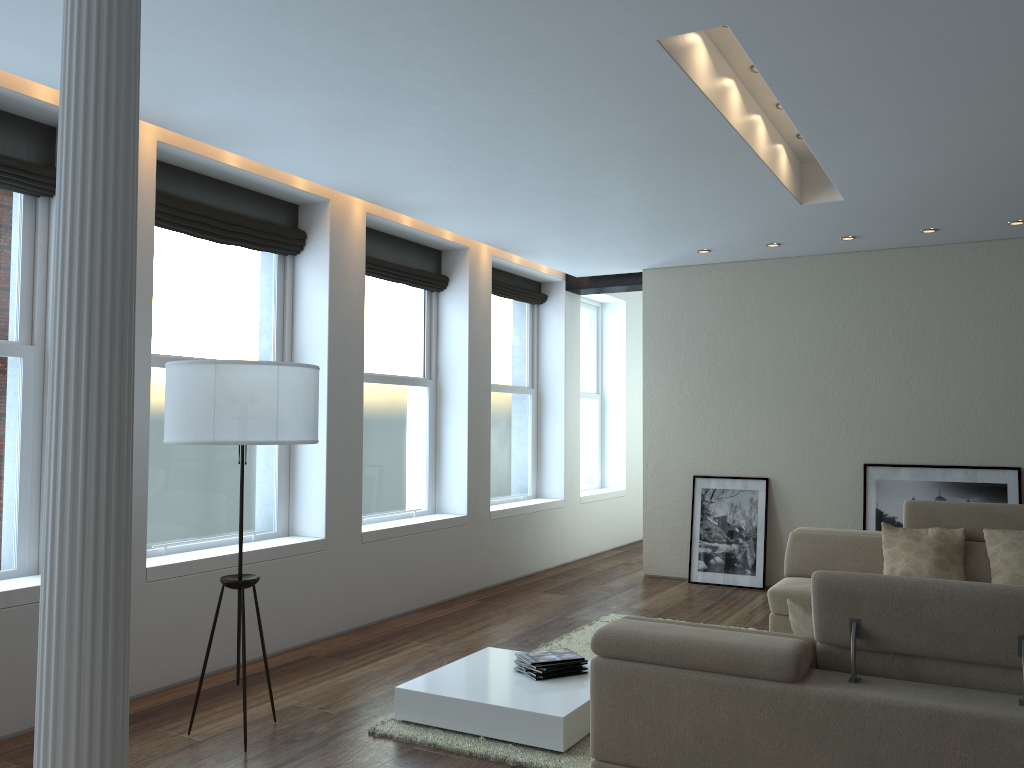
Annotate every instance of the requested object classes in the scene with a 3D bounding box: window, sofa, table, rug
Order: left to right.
[{"bbox_3d":[-2.790,-0.177,3.998,0.123,2.400,1.432,-1,-3,29],"label":"window"},{"bbox_3d":[-1.910,-0.096,5.607,0.123,2.400,1.442,-1,-3,29],"label":"window"},{"bbox_3d":[-1.027,-0.015,7.222,0.123,2.400,1.443,-1,-3,29],"label":"window"},{"bbox_3d":[-0.115,0.069,8.890,0.123,2.400,1.563,-1,-3,29],"label":"window"},{"bbox_3d":[0.045,1.558,4.451,0.900,0.170,0.900,-1,-3,29],"label":"table"},{"bbox_3d":[0.781,0.151,10.527,0.123,2.400,1.373,-1,-3,29],"label":"window"},{"bbox_3d":[1.896,1.663,4.463,4.231,0.020,2.972,-1,-3,29],"label":"rug"},{"bbox_3d":[1.646,1.133,3.127,2.581,0.950,1.021,-1,-3,29],"label":"sofa"},{"bbox_3d":[3.058,1.263,5.710,2.581,0.950,1.021,-1,-3,29],"label":"sofa"}]

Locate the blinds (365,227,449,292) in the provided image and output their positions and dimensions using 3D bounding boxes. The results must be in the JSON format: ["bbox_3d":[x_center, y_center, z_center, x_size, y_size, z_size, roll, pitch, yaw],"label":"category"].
[{"bbox_3d":[-0.966,-1.030,7.241,0.156,0.393,1.442,-1,-3,29],"label":"blinds"}]

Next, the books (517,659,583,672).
[{"bbox_3d":[0.193,1.446,4.579,0.300,0.010,0.220,1,-3,-11],"label":"books"}]

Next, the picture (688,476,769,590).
[{"bbox_3d":[1.982,1.350,8.137,0.700,0.988,0.195,-1,-3,29],"label":"picture"}]

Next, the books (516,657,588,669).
[{"bbox_3d":[0.204,1.415,4.558,0.300,0.010,0.220,2,-3,-26],"label":"books"}]

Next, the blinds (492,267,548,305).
[{"bbox_3d":[-0.053,-1.000,8.912,0.156,0.275,1.563,-1,-3,29],"label":"blinds"}]

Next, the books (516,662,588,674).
[{"bbox_3d":[0.204,1.435,4.557,0.300,0.010,0.220,2,-3,-36],"label":"books"}]

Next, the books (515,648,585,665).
[{"bbox_3d":[0.193,1.407,4.581,0.300,0.010,0.220,1,-3,-21],"label":"books"}]

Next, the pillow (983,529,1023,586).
[{"bbox_3d":[3.289,1.130,5.606,0.534,0.439,0.301,-1,-3,25],"label":"pillow"}]

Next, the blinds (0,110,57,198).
[{"bbox_3d":[-2.716,-1.191,4.008,0.183,0.395,1.431,-1,-3,29],"label":"blinds"}]

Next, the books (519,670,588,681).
[{"bbox_3d":[0.204,1.473,4.555,0.300,0.010,0.220,2,-3,-26],"label":"books"}]

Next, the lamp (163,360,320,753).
[{"bbox_3d":[-1.272,0.774,4.157,0.698,1.728,0.698,2,-3,-38],"label":"lamp"}]

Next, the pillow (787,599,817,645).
[{"bbox_3d":[1.321,1.021,3.309,0.519,0.416,0.368,-1,-3,33],"label":"pillow"}]

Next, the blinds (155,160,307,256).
[{"bbox_3d":[-1.849,-1.104,5.627,0.156,0.424,1.439,-1,-3,29],"label":"blinds"}]

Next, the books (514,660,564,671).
[{"bbox_3d":[0.193,1.426,4.580,0.220,0.010,0.300,-2,-4,44],"label":"books"}]

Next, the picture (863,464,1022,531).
[{"bbox_3d":[3.515,1.244,7.287,1.183,1.140,0.225,-1,-3,29],"label":"picture"}]

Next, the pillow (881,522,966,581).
[{"bbox_3d":[2.734,1.151,5.894,0.519,0.416,0.368,-1,-3,24],"label":"pillow"}]

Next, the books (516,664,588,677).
[{"bbox_3d":[0.204,1.454,4.556,0.300,0.010,0.220,2,-3,-26],"label":"books"}]

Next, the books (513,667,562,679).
[{"bbox_3d":[0.193,1.465,4.578,0.300,0.010,0.220,3,-4,-41],"label":"books"}]
